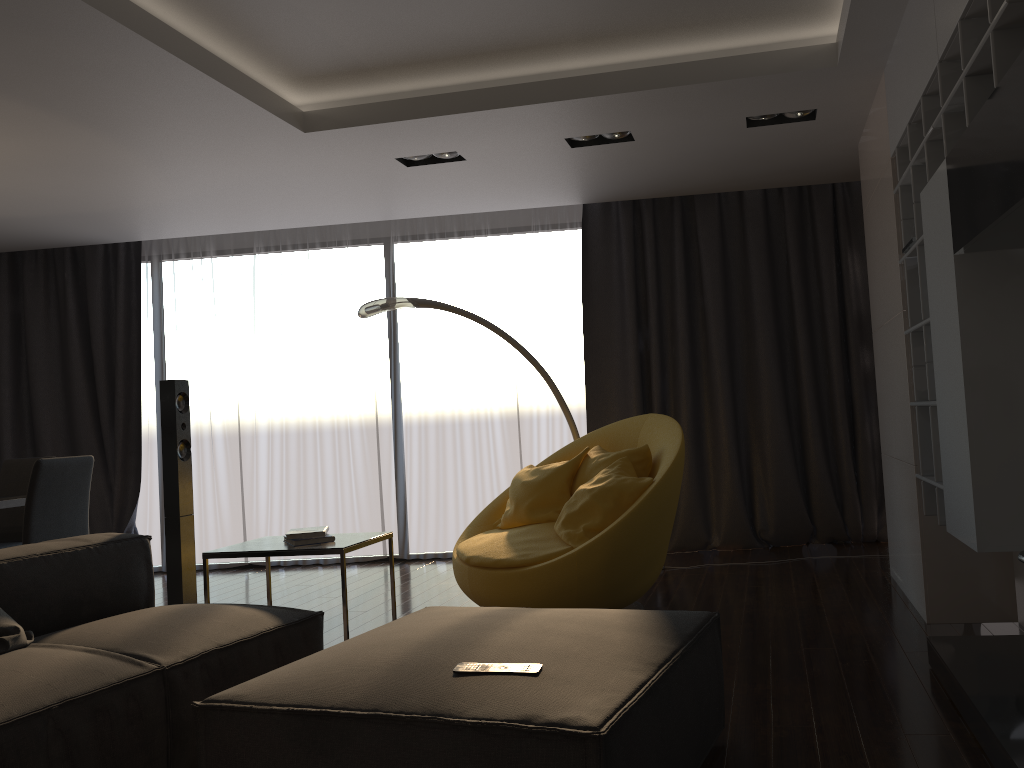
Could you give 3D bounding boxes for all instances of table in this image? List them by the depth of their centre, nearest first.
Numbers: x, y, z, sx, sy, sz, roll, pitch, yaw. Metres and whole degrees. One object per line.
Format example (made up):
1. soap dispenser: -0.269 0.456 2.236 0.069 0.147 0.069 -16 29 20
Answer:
1. table: -0.852 0.931 3.618 0.588 0.563 0.460 -4 -3 12
2. table: -3.189 0.998 4.165 1.017 0.760 1.638 -4 -3 14

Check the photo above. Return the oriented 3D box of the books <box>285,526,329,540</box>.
1. books: -0.845 0.615 3.642 0.158 0.022 0.201 -3 -3 -10

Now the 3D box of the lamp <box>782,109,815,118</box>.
1. lamp: 1.492 -1.438 4.585 0.170 0.077 0.184 -5 -3 25

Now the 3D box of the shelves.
1. shelves: 1.673 -0.267 2.982 0.370 1.601 1.967 -4 -3 16

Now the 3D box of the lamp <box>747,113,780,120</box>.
1. lamp: 1.318 -1.426 4.616 0.168 0.077 0.185 -5 -3 32

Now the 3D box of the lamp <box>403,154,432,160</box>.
1. lamp: -0.542 -1.299 4.953 0.175 0.077 0.179 -4 -3 8

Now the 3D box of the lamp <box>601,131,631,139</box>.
1. lamp: 0.561 -1.374 4.753 0.170 0.077 0.184 -5 -3 25

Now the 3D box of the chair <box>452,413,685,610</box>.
1. chair: 0.289 0.683 4.578 1.179 1.005 1.461 -2 -3 -20

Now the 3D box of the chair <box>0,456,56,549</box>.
1. chair: -2.953 0.919 5.016 0.418 0.965 0.585 -4 -3 14

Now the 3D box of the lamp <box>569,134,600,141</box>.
1. lamp: 0.387 -1.362 4.785 0.168 0.077 0.185 -5 -3 32

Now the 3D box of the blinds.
1. blinds: -1.065 -0.084 6.566 7.447 2.894 0.752 -4 -3 3

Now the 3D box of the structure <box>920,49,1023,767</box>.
1. structure: 1.327 0.108 1.869 0.469 1.767 2.952 -4 -3 16

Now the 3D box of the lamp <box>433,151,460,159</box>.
1. lamp: -0.369 -1.311 4.922 0.170 0.077 0.184 -5 -3 25

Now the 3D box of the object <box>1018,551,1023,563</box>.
1. object: 1.434 0.666 2.231 0.238 0.475 0.241 -3 -3 5

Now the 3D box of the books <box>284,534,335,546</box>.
1. books: -0.838 0.637 3.628 0.170 0.023 0.221 -2 -3 -27

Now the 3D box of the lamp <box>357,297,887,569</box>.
1. lamp: 1.253 0.286 5.678 4.319 1.779 0.570 -3 -3 -10

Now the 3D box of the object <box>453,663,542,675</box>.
1. object: -0.034 0.668 2.065 0.204 0.015 0.052 -4 -3 10

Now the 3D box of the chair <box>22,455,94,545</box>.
1. chair: -2.447 0.860 4.390 0.560 0.965 0.437 -4 -3 12

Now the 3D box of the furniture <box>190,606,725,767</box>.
1. furniture: -0.051 0.885 2.394 1.053 0.440 1.139 -5 -3 23

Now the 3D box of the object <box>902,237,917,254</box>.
1. object: 1.776 -0.689 3.642 0.278 0.227 0.291 -4 -3 13

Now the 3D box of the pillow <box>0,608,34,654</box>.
1. pillow: -1.611 0.561 1.614 1.101 0.431 2.012 -2 -3 -23

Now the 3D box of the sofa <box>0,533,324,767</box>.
1. sofa: -0.977 0.788 1.893 2.633 0.704 2.579 -5 -3 23
